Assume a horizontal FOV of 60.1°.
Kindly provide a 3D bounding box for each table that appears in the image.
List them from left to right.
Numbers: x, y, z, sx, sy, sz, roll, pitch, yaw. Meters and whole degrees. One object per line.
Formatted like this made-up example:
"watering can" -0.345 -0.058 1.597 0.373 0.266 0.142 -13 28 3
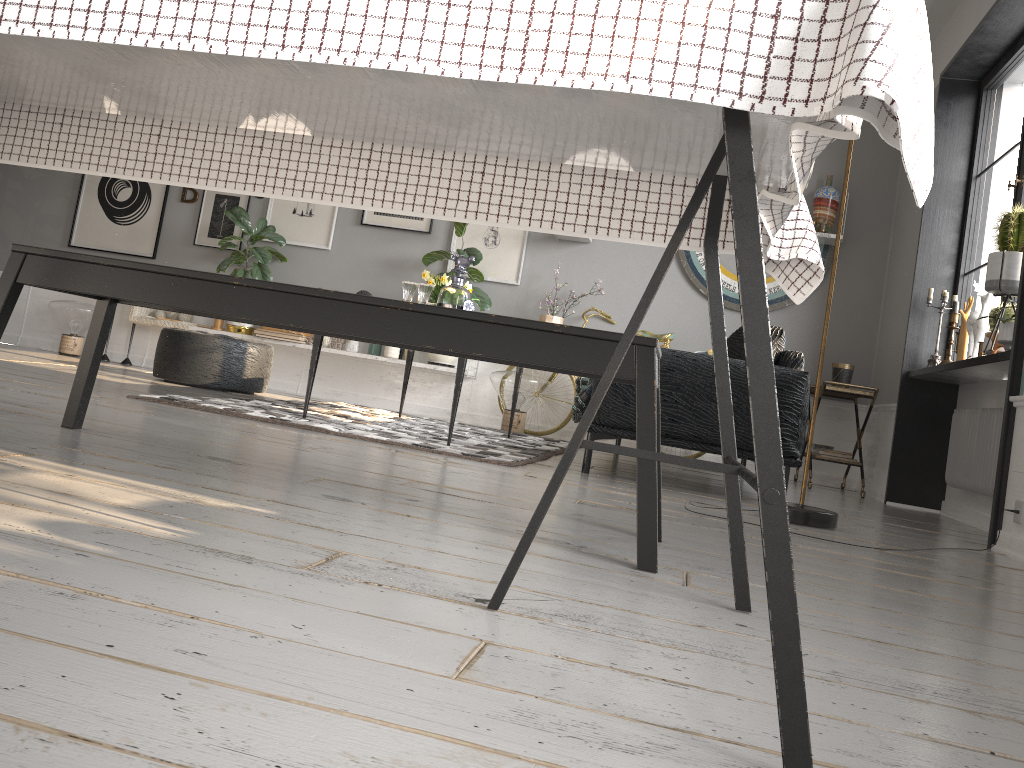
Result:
"table" -0.537 -0.169 1.359 2.029 0.788 0.926 9 -2 11
"table" -0.450 0.010 4.705 0.733 0.513 1.449 9 -1 11
"table" 2.106 0.349 5.789 0.340 0.682 0.738 9 -2 11

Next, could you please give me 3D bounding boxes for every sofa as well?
"sofa" 0.964 0.105 4.849 0.972 0.800 2.329 9 -1 10

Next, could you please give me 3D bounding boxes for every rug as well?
"rug" -0.600 0.231 4.939 1.773 0.034 2.514 9 0 11

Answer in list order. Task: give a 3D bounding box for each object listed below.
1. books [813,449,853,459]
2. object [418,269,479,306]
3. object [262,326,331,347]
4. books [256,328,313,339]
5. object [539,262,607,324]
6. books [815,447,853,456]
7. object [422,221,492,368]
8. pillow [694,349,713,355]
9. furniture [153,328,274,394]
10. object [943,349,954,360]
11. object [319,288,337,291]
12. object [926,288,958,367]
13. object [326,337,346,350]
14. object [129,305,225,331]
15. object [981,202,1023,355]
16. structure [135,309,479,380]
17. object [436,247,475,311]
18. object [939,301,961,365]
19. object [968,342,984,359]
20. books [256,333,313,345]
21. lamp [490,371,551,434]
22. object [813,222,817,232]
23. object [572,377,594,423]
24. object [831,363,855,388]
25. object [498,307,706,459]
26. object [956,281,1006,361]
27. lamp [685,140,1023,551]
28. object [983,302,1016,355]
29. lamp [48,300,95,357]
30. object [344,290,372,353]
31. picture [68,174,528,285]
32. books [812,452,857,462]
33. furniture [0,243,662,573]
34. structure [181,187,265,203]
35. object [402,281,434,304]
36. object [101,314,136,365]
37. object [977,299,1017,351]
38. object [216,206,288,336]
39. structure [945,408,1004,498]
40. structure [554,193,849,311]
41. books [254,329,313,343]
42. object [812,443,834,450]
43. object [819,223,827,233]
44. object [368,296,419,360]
"books" 2.063 0.450 5.705 0.202 0.023 0.296 9 0 12
"object" -0.357 -0.414 4.726 0.325 0.352 0.350 9 -2 13
"object" -1.612 -0.526 6.817 0.546 0.442 0.237 9 -3 11
"books" -1.754 -0.389 6.835 0.379 0.017 0.228 9 0 8
"object" 0.409 -0.558 6.395 0.490 0.644 0.251 8 -4 29
"books" 2.074 0.434 5.707 0.178 0.013 0.292 9 0 8
"object" -0.416 -0.696 6.578 0.413 1.155 0.568 12 -5 -39
"pillow" 1.056 -0.057 5.480 0.443 0.363 0.797 10 -1 -7
"furniture" -1.958 -0.155 5.830 0.735 0.358 0.733 9 -1 -2
"object" 2.481 -0.132 5.043 0.085 0.152 0.084 8 -3 15
"object" -1.480 -0.517 6.940 0.222 0.465 0.019 9 -4 11
"object" 2.430 -0.312 5.071 0.161 0.492 0.145 13 -5 -43
"object" -1.335 -0.349 6.859 0.265 0.174 0.078 9 -4 17
"object" -2.593 -0.563 7.009 0.786 0.308 0.327 9 -2 12
"object" 2.159 -0.458 3.826 0.227 0.673 0.235 11 -4 -18
"structure" -1.593 -0.495 6.841 2.781 0.489 0.306 9 -3 11
"object" -0.259 -0.436 4.152 0.156 0.419 0.147 7 -4 30
"object" 2.361 -0.268 4.749 0.123 0.377 0.122 8 -4 16
"object" 2.240 -0.150 4.226 0.123 0.099 0.122 8 -2 34
"books" -1.748 -0.341 6.824 0.368 0.021 0.295 9 0 6
"lamp" 0.033 0.132 6.207 0.434 0.439 0.429 7 -3 42
"object" 2.090 -1.087 6.162 0.060 0.079 0.060 9 -3 0
"object" 0.566 0.061 4.313 0.491 0.330 0.664 9 -1 6
"object" 2.094 -0.045 5.628 0.137 0.161 0.142 12 -3 -41
"object" 0.726 -0.021 6.302 1.626 0.974 0.424 9 -4 3
"object" 2.275 -0.297 4.247 0.135 0.411 0.659 8 -2 12
"lamp" 1.349 -0.314 3.103 1.248 1.710 0.676 9 -4 10
"object" 2.283 -0.239 4.080 0.212 0.284 0.234 10 -3 -15
"lamp" -3.504 -0.444 7.087 0.434 0.439 0.429 8 -3 33
"object" -1.176 -0.480 6.747 0.155 0.485 0.135 9 -4 11
"picture" -3.763 -1.923 5.494 7.306 1.802 4.019 9 -1 11
"books" 2.062 0.469 5.694 0.230 0.016 0.284 9 0 5
"furniture" -0.447 0.018 2.123 1.672 0.458 0.463 9 -2 11
"structure" -2.355 -1.574 7.246 0.740 0.264 0.024 9 -4 11
"object" -0.468 -0.370 4.237 0.168 0.228 0.081 8 -4 23
"object" -3.149 -0.520 7.173 0.280 0.704 0.091 9 -4 4
"object" 2.064 -0.238 3.646 0.247 0.204 0.170 9 -3 14
"object" -2.041 -0.866 6.872 0.510 0.968 0.544 10 -3 -4
"structure" 2.327 0.331 4.247 0.149 0.429 1.217 9 -1 9
"structure" 1.309 -1.064 6.369 2.026 0.960 0.265 9 -4 11
"books" -1.757 -0.367 6.823 0.385 0.029 0.259 9 0 12
"object" 2.085 0.446 5.941 0.145 0.073 0.145 9 -1 -3
"object" 2.149 -1.078 6.115 0.050 0.058 0.050 9 -3 1
"object" -0.872 -0.435 6.670 0.284 0.490 0.332 11 -3 -29
